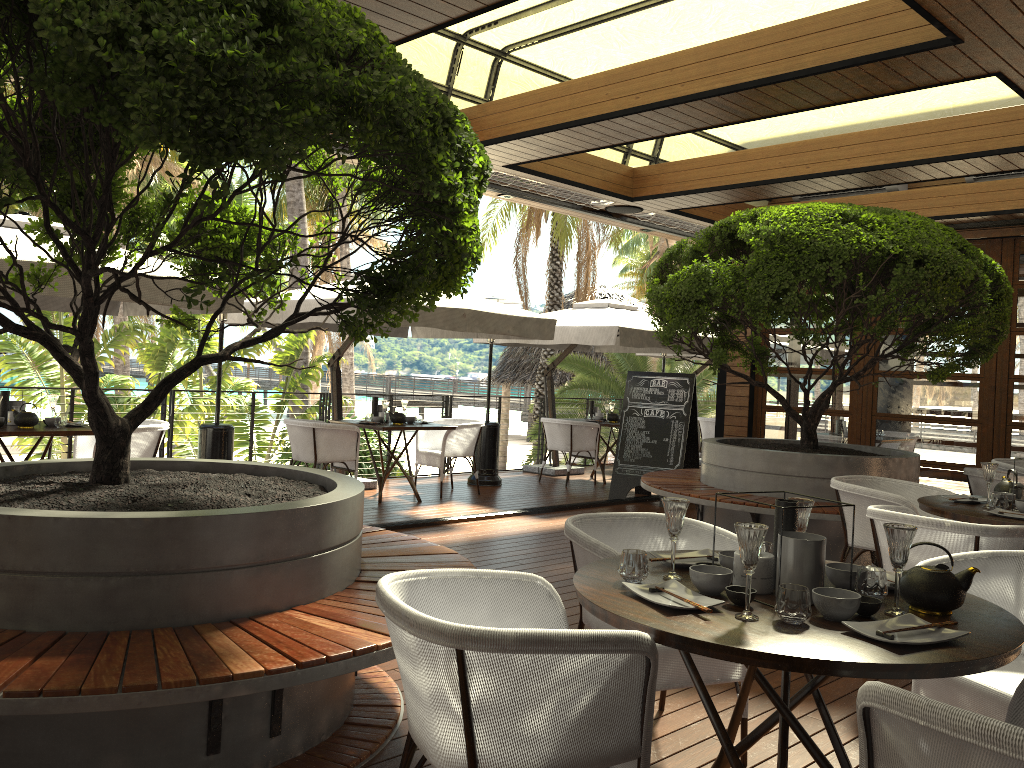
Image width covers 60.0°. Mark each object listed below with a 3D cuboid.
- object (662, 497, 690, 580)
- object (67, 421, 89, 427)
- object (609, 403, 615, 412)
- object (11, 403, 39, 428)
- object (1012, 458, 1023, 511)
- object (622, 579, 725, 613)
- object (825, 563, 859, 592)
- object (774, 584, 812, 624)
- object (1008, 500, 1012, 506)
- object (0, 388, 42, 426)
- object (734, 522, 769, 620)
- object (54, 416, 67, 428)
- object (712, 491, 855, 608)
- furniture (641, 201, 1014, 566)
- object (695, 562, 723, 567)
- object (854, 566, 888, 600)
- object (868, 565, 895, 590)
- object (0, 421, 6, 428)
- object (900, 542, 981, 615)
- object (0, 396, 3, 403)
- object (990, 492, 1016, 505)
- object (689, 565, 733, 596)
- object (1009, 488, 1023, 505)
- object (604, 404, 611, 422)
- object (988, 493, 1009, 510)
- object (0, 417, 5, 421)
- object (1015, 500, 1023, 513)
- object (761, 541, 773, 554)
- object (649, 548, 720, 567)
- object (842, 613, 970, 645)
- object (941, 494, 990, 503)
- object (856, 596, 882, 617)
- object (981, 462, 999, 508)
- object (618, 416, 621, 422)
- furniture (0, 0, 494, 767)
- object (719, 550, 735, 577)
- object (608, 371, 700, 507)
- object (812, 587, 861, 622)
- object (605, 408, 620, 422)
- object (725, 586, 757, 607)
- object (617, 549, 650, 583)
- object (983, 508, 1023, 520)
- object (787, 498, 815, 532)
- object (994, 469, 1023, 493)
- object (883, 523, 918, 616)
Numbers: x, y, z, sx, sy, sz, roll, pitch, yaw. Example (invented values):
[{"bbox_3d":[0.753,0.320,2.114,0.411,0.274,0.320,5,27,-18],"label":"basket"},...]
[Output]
[{"bbox_3d":[0.471,0.448,2.575,0.082,0.227,0.082,3,0,-26],"label":"object"},{"bbox_3d":[-3.354,0.306,6.775,0.170,0.025,0.295,2,1,-45],"label":"object"},{"bbox_3d":[1.296,0.358,11.509,0.082,0.227,0.082,3,0,-44],"label":"object"},{"bbox_3d":[-3.528,0.225,6.441,0.168,0.179,0.163,3,0,-43],"label":"object"},{"bbox_3d":[2.703,0.514,4.442,0.263,0.264,0.263,3,0,-41],"label":"object"},{"bbox_3d":[0.427,0.554,2.290,0.170,0.025,0.295,2,1,-22],"label":"object"},{"bbox_3d":[0.957,0.556,2.539,0.116,0.065,0.116,3,1,-24],"label":"object"},{"bbox_3d":[0.685,0.538,2.161,0.086,0.086,0.086,3,0,18],"label":"object"},{"bbox_3d":[2.512,0.614,4.538,0.080,0.042,0.080,3,1,23],"label":"object"},{"bbox_3d":[-3.736,0.170,6.657,0.263,0.264,0.263,3,0,0],"label":"object"},{"bbox_3d":[0.582,0.459,2.177,0.082,0.227,0.082,3,0,-33],"label":"object"},{"bbox_3d":[-3.341,0.279,6.564,0.086,0.086,0.086,3,0,-40],"label":"object"},{"bbox_3d":[0.746,0.448,2.453,0.263,0.264,0.263,3,0,-27],"label":"object"},{"bbox_3d":[2.330,0.002,6.870,2.569,2.723,2.719,3,0,11],"label":"furniture"},{"bbox_3d":[0.573,0.549,2.584,0.080,0.042,0.080,2,1,-28],"label":"object"},{"bbox_3d":[0.983,0.548,2.427,0.086,0.086,0.086,3,0,23],"label":"object"},{"bbox_3d":[1.079,0.581,2.664,0.170,0.025,0.295,2,1,-22],"label":"object"},{"bbox_3d":[-3.652,0.289,6.315,0.080,0.042,0.080,3,1,7],"label":"object"},{"bbox_3d":[1.113,0.509,2.346,0.163,0.179,0.168,3,0,-24],"label":"object"},{"bbox_3d":[-3.632,0.196,6.236,0.082,0.227,0.082,3,0,-44],"label":"object"},{"bbox_3d":[2.563,0.604,4.632,0.116,0.065,0.116,2,1,-32],"label":"object"},{"bbox_3d":[0.541,0.538,2.417,0.116,0.065,0.116,3,1,-24],"label":"object"},{"bbox_3d":[2.666,0.597,4.683,0.086,0.086,0.086,3,0,14],"label":"object"},{"bbox_3d":[1.175,0.360,10.966,0.082,0.227,0.082,3,0,-44],"label":"object"},{"bbox_3d":[2.417,0.589,4.404,0.086,0.086,0.086,3,0,9],"label":"object"},{"bbox_3d":[-3.721,0.274,6.384,0.116,0.065,0.116,3,1,44],"label":"object"},{"bbox_3d":[2.523,0.606,4.332,0.116,0.065,0.116,3,1,-20],"label":"object"},{"bbox_3d":[0.770,0.534,2.736,0.086,0.086,0.086,3,0,18],"label":"object"},{"bbox_3d":[0.557,0.553,2.792,0.294,0.025,0.170,2,1,-27],"label":"object"},{"bbox_3d":[0.946,0.582,2.093,0.294,0.025,0.170,2,1,-27],"label":"object"},{"bbox_3d":[2.412,0.615,4.722,0.294,0.025,0.170,2,1,-36],"label":"object"},{"bbox_3d":[0.899,0.569,2.259,0.080,0.042,0.080,3,1,-6],"label":"object"},{"bbox_3d":[2.425,0.515,4.510,0.082,0.227,0.082,3,0,-35],"label":"object"},{"bbox_3d":[1.376,0.448,11.361,0.116,0.065,0.116,2,1,-40],"label":"object"},{"bbox_3d":[-1.410,-0.127,3.287,2.617,2.723,2.693,3,0,36],"label":"furniture"},{"bbox_3d":[0.675,0.541,2.649,0.116,0.065,0.116,3,1,-1],"label":"object"},{"bbox_3d":[1.582,0.569,9.594,0.769,1.397,0.771,3,0,30],"label":"object"},{"bbox_3d":[0.808,0.554,2.213,0.116,0.065,0.116,3,1,-1],"label":"object"},{"bbox_3d":[1.279,0.389,11.174,0.168,0.179,0.163,3,0,44],"label":"object"},{"bbox_3d":[0.593,0.554,2.302,0.080,0.042,0.080,3,1,7],"label":"object"},{"bbox_3d":[0.344,0.516,2.508,0.086,0.086,0.086,3,0,23],"label":"object"},{"bbox_3d":[2.410,0.623,4.184,0.170,0.025,0.295,2,1,-41],"label":"object"},{"bbox_3d":[0.876,0.466,2.707,0.082,0.227,0.082,3,0,-33],"label":"object"},{"bbox_3d":[2.714,0.551,4.827,0.163,0.179,0.168,3,0,-34],"label":"object"},{"bbox_3d":[0.995,0.478,2.284,0.082,0.227,0.082,3,0,-26],"label":"object"}]
